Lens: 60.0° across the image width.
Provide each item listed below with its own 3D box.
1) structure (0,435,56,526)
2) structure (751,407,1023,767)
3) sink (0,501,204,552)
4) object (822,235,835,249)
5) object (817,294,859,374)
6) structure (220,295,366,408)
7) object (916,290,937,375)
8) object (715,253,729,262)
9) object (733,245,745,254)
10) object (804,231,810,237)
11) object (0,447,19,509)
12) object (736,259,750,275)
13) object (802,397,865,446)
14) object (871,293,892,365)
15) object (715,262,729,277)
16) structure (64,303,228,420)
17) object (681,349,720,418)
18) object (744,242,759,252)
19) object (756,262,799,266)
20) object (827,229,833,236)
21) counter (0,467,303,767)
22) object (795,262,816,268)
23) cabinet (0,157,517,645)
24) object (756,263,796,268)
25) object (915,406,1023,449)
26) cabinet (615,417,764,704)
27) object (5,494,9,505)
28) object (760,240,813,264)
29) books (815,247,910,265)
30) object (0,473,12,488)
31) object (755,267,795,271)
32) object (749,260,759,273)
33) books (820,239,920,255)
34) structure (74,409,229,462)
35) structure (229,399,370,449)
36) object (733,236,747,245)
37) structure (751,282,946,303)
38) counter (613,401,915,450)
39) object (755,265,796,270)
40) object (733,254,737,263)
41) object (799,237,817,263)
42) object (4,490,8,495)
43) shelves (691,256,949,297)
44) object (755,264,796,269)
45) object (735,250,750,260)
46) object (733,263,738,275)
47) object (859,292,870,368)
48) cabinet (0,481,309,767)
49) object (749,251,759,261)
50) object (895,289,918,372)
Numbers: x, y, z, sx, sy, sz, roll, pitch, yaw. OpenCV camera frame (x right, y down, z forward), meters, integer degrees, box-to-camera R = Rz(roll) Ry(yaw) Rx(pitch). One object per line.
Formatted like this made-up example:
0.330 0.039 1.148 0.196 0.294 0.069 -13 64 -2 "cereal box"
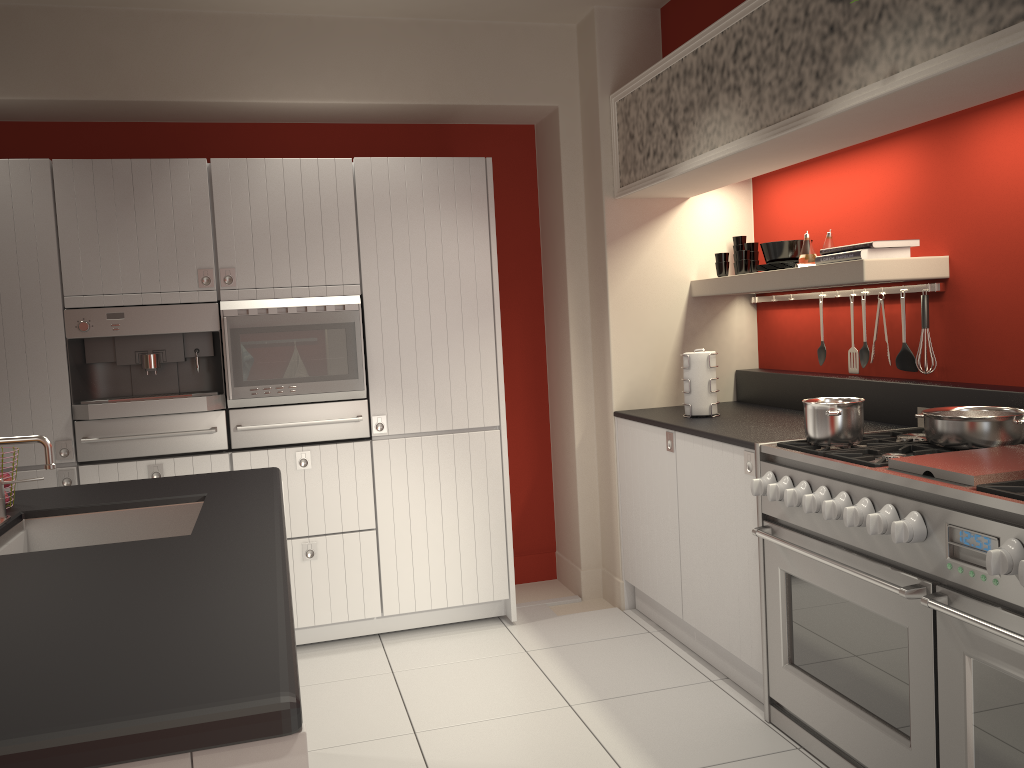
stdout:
-1.305 0.257 2.341 0.224 0.249 0.183 -4 4 -15 "structure"
1.356 0.689 2.630 0.778 1.085 1.322 -4 4 -15 "structure"
-1.059 0.506 2.304 0.516 0.258 0.568 -4 4 -15 "sink"
1.354 -0.567 3.779 0.076 0.134 0.077 -5 4 -32 "object"
1.437 -0.225 3.929 0.022 0.351 0.287 -4 4 -14 "object"
-1.004 -0.155 4.091 0.610 0.472 0.333 -4 4 -15 "structure"
1.586 -0.198 3.401 0.069 0.328 0.069 -6 5 -38 "object"
1.038 -0.607 4.377 0.070 0.076 0.070 -7 5 -44 "object"
1.160 -0.667 4.509 0.070 0.076 0.070 -7 5 -44 "object"
1.263 -0.640 3.794 0.023 0.031 0.024 -1 4 27 "object"
-1.548 0.281 2.546 0.248 0.168 0.248 -5 4 -27 "object"
1.118 -0.561 4.285 0.070 0.076 0.070 -7 5 -44 "object"
1.093 0.128 3.012 0.201 0.148 0.201 -5 4 -22 "object"
1.516 -0.227 3.652 0.009 0.296 0.124 -4 4 -15 "object"
1.040 -0.563 4.380 0.070 0.076 0.070 -7 5 -44 "object"
-1.627 -0.111 4.001 0.623 0.470 0.453 -4 4 -15 "structure"
0.861 -0.006 4.052 0.168 0.304 0.163 -2 4 14 "object"
1.189 -0.661 4.402 0.070 0.076 0.070 -7 5 -44 "object"
1.260 -0.543 4.066 0.280 0.016 0.280 -4 4 -16 "object"
1.351 -0.642 3.772 0.023 0.032 0.026 -6 5 -33 "object"
-1.219 0.415 1.933 1.415 0.050 2.055 -4 4 -15 "counter"
1.313 -0.510 3.792 0.183 0.027 0.160 -2 4 13 "object"
-1.358 0.116 4.281 2.558 2.249 0.717 -4 4 -15 "cabinet"
1.260 -0.538 4.066 0.280 0.016 0.280 -4 4 -16 "object"
1.478 0.139 2.832 0.309 0.104 0.309 -2 4 12 "object"
1.053 0.670 3.928 0.687 0.993 1.361 -4 4 -15 "cabinet"
-1.479 0.335 2.560 0.050 0.049 0.049 0 5 41 "object"
1.257 -0.595 4.063 0.232 0.108 0.233 -1 4 26 "object"
1.368 -0.498 3.477 0.207 0.042 0.331 -4 4 -10 "books"
-1.474 0.281 2.556 0.056 0.050 0.055 -1 4 23 "object"
1.261 -0.522 4.067 0.280 0.016 0.280 -4 4 -16 "object"
1.194 -0.574 4.408 0.070 0.076 0.070 -7 5 -44 "object"
1.391 -0.533 3.464 0.207 0.026 0.332 -4 4 -15 "books"
-1.568 0.225 3.872 0.617 0.177 0.129 -4 4 -15 "structure"
-0.961 0.181 4.036 0.617 0.177 0.129 -4 4 -15 "structure"
1.157 -0.711 4.506 0.070 0.076 0.070 -7 5 -44 "object"
1.439 -0.401 3.975 0.054 0.034 1.355 -4 4 -15 "structure"
1.025 0.162 3.892 0.699 0.026 1.360 -4 4 -15 "counter"
1.261 -0.527 4.067 0.280 0.016 0.280 -4 4 -16 "object"
1.162 -0.623 4.512 0.070 0.076 0.070 -7 5 -44 "object"
1.267 -0.564 3.798 0.076 0.131 0.076 -1 4 27 "object"
-1.514 0.333 2.614 0.050 0.049 0.049 0 5 41 "object"
1.278 -0.463 3.936 0.376 0.083 1.379 -4 4 -15 "shelves"
1.261 -0.532 4.067 0.280 0.016 0.280 -4 4 -16 "object"
1.115 -0.604 4.282 0.070 0.076 0.070 -7 5 -44 "object"
1.165 -0.580 4.515 0.070 0.076 0.070 -7 5 -44 "object"
1.488 -0.228 3.746 0.022 0.323 0.067 -4 4 -16 "object"
-1.193 0.945 1.974 1.423 1.010 2.035 -4 4 -15 "cabinet"
1.192 -0.617 4.405 0.070 0.076 0.070 -7 5 -44 "object"
1.571 -0.211 3.522 0.040 0.330 0.123 -4 4 -15 "object"
